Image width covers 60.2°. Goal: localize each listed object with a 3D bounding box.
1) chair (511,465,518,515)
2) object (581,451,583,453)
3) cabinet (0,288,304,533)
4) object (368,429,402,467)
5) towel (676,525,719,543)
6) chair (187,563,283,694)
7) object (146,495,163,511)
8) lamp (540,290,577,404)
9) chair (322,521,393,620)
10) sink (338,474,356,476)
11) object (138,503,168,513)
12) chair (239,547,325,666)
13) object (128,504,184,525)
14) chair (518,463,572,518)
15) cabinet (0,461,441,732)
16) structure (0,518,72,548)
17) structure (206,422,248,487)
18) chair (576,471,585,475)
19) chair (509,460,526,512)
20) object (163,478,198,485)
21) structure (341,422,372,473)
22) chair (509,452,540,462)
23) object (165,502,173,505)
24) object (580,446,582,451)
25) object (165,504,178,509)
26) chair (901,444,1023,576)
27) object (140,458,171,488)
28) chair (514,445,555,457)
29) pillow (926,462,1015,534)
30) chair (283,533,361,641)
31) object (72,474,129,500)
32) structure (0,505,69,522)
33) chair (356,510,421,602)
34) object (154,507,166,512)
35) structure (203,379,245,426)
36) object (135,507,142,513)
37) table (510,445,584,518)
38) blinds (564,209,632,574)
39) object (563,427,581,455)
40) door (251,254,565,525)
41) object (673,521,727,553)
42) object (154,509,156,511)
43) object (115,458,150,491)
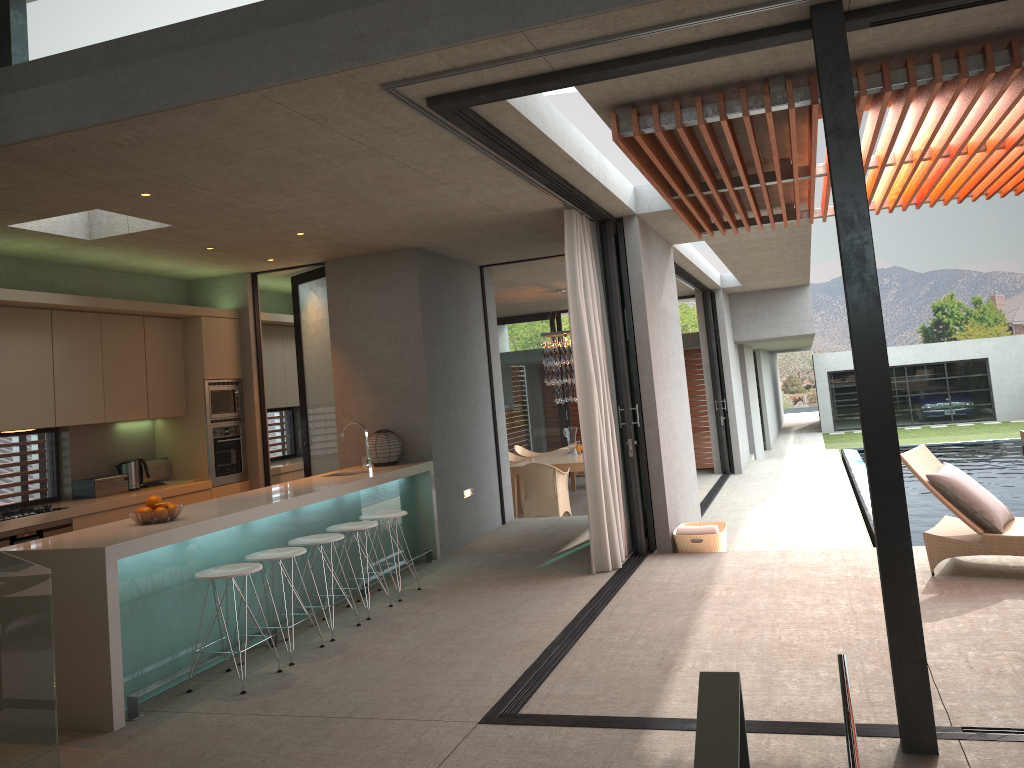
[{"bbox_3d":[-0.316,1.478,12.525,0.628,0.869,0.615,-6,-4,18],"label":"chair"},{"bbox_3d":[1.079,1.010,13.355,0.310,0.034,0.308,-5,0,-13],"label":"object"},{"bbox_3d":[-2.899,0.528,7.324,1.959,2.581,7.459,-6,-1,18],"label":"cabinet"},{"bbox_3d":[-1.205,0.598,8.321,0.339,0.337,0.339,-6,-3,10],"label":"object"},{"bbox_3d":[1.639,1.376,7.695,0.368,0.314,0.308,-6,-3,19],"label":"towel"},{"bbox_3d":[-1.594,1.376,5.035,0.381,0.628,0.381,-6,-4,18],"label":"chair"},{"bbox_3d":[-2.180,0.725,5.384,0.094,0.095,0.095,-7,-3,38],"label":"object"},{"bbox_3d":[0.830,-0.570,13.583,0.616,1.768,0.617,-7,-5,18],"label":"lamp"},{"bbox_3d":[-1.137,1.343,6.409,0.381,0.628,0.381,-6,-4,18],"label":"chair"},{"bbox_3d":[-1.444,0.879,7.740,0.373,0.135,0.373,-5,-1,18],"label":"sink"},{"bbox_3d":[-2.152,0.774,5.294,0.174,0.101,0.096,-4,-3,-27],"label":"object"},{"bbox_3d":[-1.444,1.365,5.483,0.381,0.628,0.381,-6,-4,18],"label":"chair"},{"bbox_3d":[-2.152,0.794,5.351,0.314,0.082,0.315,-5,-1,18],"label":"object"},{"bbox_3d":[0.419,1.404,11.274,0.615,0.869,0.628,-6,-4,18],"label":"chair"},{"bbox_3d":[-1.735,1.258,6.482,0.798,0.904,4.115,-6,-1,18],"label":"cabinet"},{"bbox_3d":[-3.510,1.293,6.395,0.079,0.504,0.826,-7,-2,18],"label":"structure"},{"bbox_3d":[-2.995,0.704,8.783,0.496,0.584,0.595,-6,-3,18],"label":"structure"},{"bbox_3d":[1.453,1.948,19.173,0.618,0.869,0.625,-3,-4,-27],"label":"chair"},{"bbox_3d":[-0.083,1.461,13.225,0.628,0.869,0.615,-6,-4,18],"label":"chair"},{"bbox_3d":[-3.116,0.923,8.311,0.310,0.034,0.308,-5,0,-13],"label":"object"},{"bbox_3d":[-1.374,0.557,7.714,0.257,0.444,0.096,-6,-5,18],"label":"structure"},{"bbox_3d":[0.151,1.444,13.925,0.628,0.869,0.615,-6,-4,18],"label":"chair"},{"bbox_3d":[-2.118,0.773,5.432,0.094,0.095,0.094,-6,-3,7],"label":"object"},{"bbox_3d":[1.039,0.974,13.279,0.094,0.095,0.094,-6,-3,8],"label":"object"},{"bbox_3d":[-2.063,0.770,5.358,0.087,0.087,0.086,-6,-3,9],"label":"object"},{"bbox_3d":[3.839,0.805,5.748,2.282,0.833,0.700,-6,-3,37],"label":"chair"},{"bbox_3d":[-3.418,0.843,8.390,0.150,0.249,0.389,-6,-2,18],"label":"object"},{"bbox_3d":[0.385,1.427,14.625,0.628,0.869,0.615,-6,-4,18],"label":"chair"},{"bbox_3d":[3.224,0.793,6.210,0.424,0.430,0.609,-7,-3,36],"label":"pillow"},{"bbox_3d":[-1.292,1.354,5.937,0.381,0.628,0.381,-6,-4,18],"label":"chair"},{"bbox_3d":[-3.609,0.901,7.763,0.239,0.161,0.399,-6,-1,18],"label":"object"},{"bbox_3d":[-3.773,0.994,6.502,0.462,0.091,0.837,-5,0,18],"label":"structure"},{"bbox_3d":[-0.979,1.331,6.887,0.381,0.628,0.381,-6,-4,18],"label":"chair"},{"bbox_3d":[-2.099,0.777,5.282,0.081,0.082,0.080,-3,-4,-43],"label":"object"},{"bbox_3d":[-3.058,0.197,8.834,0.458,0.440,0.595,-6,-2,18],"label":"structure"},{"bbox_3d":[-2.238,0.788,5.350,0.087,0.087,0.086,-4,-3,-21],"label":"object"},{"bbox_3d":[1.087,1.407,13.246,1.276,0.761,3.252,-6,-1,18],"label":"table"},{"bbox_3d":[0.703,0.017,7.468,0.229,2.955,0.881,-7,-5,15],"label":"blinds"},{"bbox_3d":[0.990,0.839,13.181,0.323,0.389,0.541,-7,-3,34],"label":"object"},{"bbox_3d":[-0.501,0.836,3.451,5.779,4.501,15.239,-5,-1,-9],"label":"door"},{"bbox_3d":[1.687,1.430,7.833,0.444,0.302,0.679,-6,-1,18],"label":"object"},{"bbox_3d":[-2.137,0.786,5.344,0.070,0.071,0.070,-3,-3,-33],"label":"object"},{"bbox_3d":[-3.474,0.827,8.077,0.176,0.287,0.277,-7,-3,24],"label":"object"}]
